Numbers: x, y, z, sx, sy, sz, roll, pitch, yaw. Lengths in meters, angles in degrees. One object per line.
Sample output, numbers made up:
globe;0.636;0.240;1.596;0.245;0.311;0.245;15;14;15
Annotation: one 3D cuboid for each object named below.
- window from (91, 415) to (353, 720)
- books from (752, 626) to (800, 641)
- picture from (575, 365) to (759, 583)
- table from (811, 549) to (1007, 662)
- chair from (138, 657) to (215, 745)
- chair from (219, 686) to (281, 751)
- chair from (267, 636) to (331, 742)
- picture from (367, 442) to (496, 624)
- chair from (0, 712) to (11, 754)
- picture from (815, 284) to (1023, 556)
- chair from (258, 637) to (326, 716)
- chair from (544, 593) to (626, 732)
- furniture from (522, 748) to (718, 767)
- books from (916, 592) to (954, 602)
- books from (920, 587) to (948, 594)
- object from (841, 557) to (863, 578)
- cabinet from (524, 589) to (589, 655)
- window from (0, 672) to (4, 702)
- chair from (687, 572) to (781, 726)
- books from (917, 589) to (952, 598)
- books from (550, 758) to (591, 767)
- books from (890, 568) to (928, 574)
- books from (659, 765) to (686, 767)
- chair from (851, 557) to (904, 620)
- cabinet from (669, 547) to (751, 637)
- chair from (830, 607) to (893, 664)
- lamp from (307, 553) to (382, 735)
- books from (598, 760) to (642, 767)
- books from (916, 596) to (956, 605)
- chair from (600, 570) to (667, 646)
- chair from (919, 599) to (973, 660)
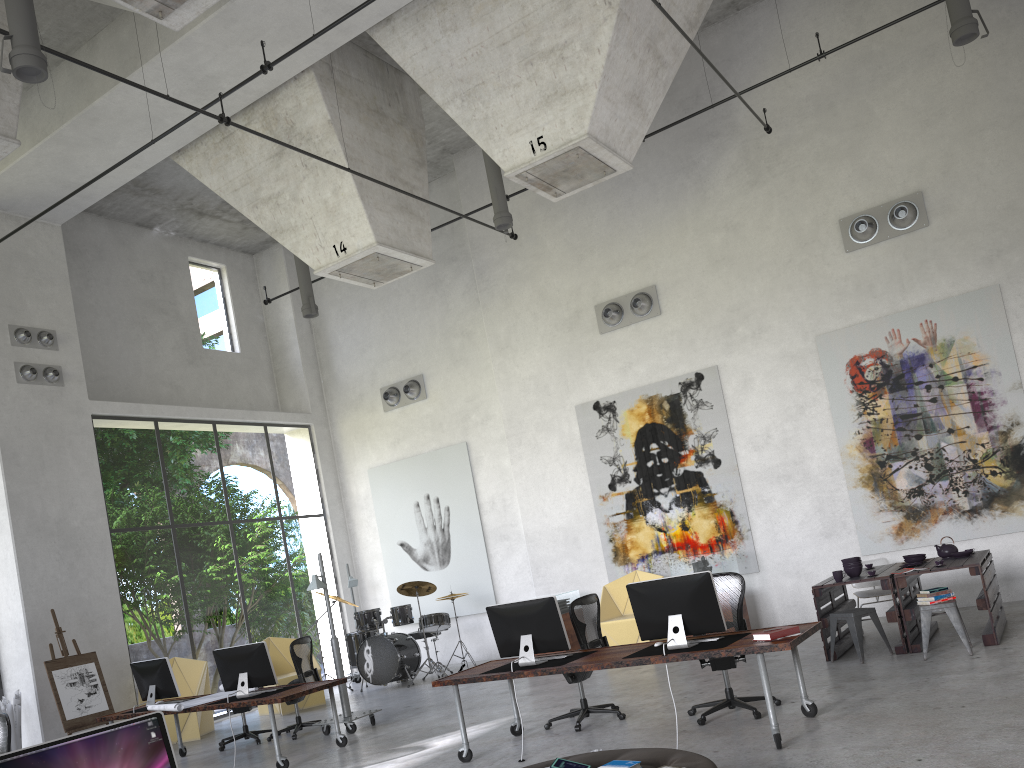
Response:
window;-4.639;3.004;14.817;0.020;4.837;4.559;-13;-7;30
books;1.922;1.819;6.408;0.283;0.051;0.207;-5;-12;-26
picture;2.248;1.504;13.155;2.391;2.988;0.020;-15;-5;31
table;4.240;2.339;9.341;1.626;0.786;1.507;-17;-11;31
chair;-4.823;4.510;12.541;0.975;1.157;0.951;-9;-7;-10
chair;-3.397;3.930;11.093;0.765;1.172;0.808;-9;-6;-20
chair;-2.737;3.777;10.950;0.791;1.172;0.782;-10;-6;-5
picture;-1.505;2.797;16.043;2.373;2.988;0.020;-15;-5;31
chair;-4.178;3.218;6.866;0.778;1.172;0.795;-13;-6;20
picture;5.309;0.535;11.221;2.252;2.988;0.020;-15;-5;31
chair;-3.506;4.487;13.645;0.972;1.156;0.954;-5;-9;-39
chair;0.596;2.615;8.315;0.798;1.172;0.775;-12;-6;15
furniture;0.381;2.325;4.660;1.533;0.423;1.508;-18;-13;32
books;4.024;2.022;8.349;0.282;0.033;0.202;-5;-13;-27
books;4.013;1.963;8.355;0.203;0.025;0.147;-8;-11;-12
object;3.634;1.950;9.365;0.196;0.212;0.213;-15;-9;32
cabinet;0.619;3.721;13.362;0.746;1.002;0.742;-15;-7;31
window;-9.017;1.320;9.613;0.068;7.763;5.955;-13;-7;30
chair;1.810;2.223;7.512;0.770;1.172;0.803;-11;-6;0
books;4.013;1.992;8.354;0.253;0.032;0.178;-9;-11;-8
books;0.326;2.130;4.867;0.206;0.102;0.145;-14;-9;16
books;3.994;1.864;8.827;0.304;0.030;0.227;-10;-11;-1
books;0.711;2.004;4.491;0.299;0.039;0.225;-6;-12;-24
chair;4.462;2.565;10.709;0.699;0.810;0.777;-13;-8;16
cabinet;2.688;2.911;11.881;0.754;1.242;0.592;-14;-6;31
chair;3.494;2.537;8.895;0.417;0.484;0.447;-8;-8;-24
lamp;-2.133;3.090;10.548;0.588;2.130;0.594;-13;-5;31
books;0.535;2.076;4.706;0.283;0.033;0.202;1;-16;-45
books;4.031;2.055;8.347;0.283;0.034;0.202;-8;-11;-12
chair;1.737;3.300;12.657;0.994;1.157;0.934;-15;-8;29
chair;4.077;2.309;8.313;0.425;0.484;0.438;-14;-8;26
